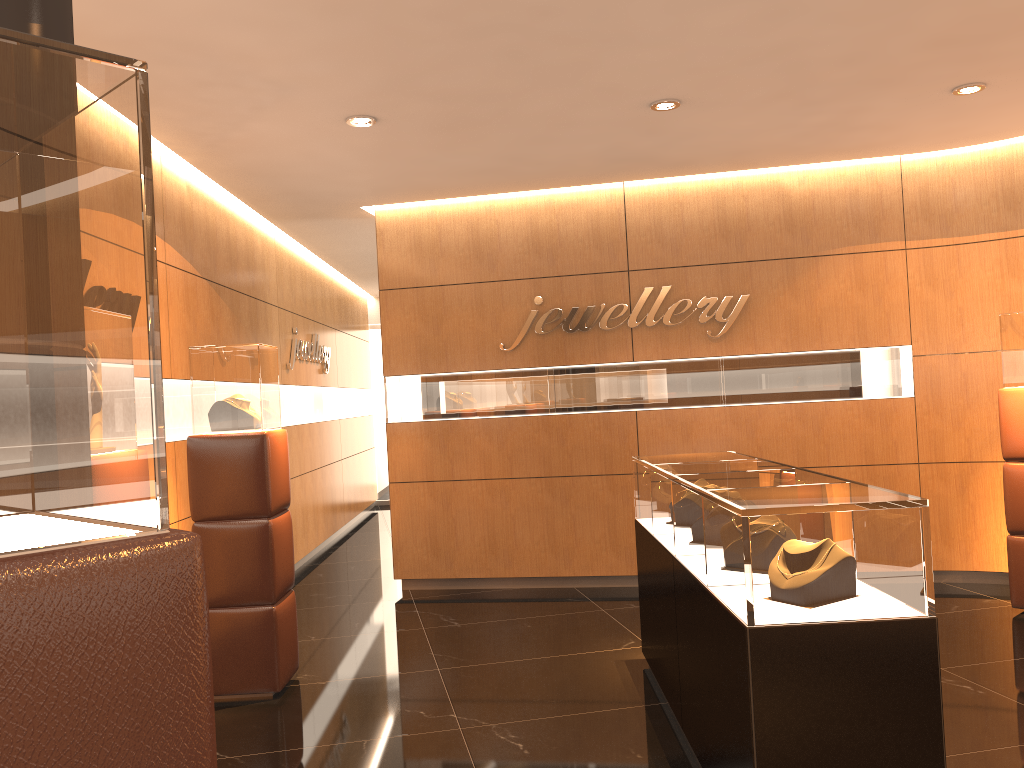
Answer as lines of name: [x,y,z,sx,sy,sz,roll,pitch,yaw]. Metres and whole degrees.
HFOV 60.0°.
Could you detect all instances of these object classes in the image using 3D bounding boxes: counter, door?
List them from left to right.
door: [-1.880,0.477,14.077,1.249,2.882,0.134,-3,-1,0]
counter: [1.056,0.986,4.066,0.615,1.173,2.514,-3,-1,0]

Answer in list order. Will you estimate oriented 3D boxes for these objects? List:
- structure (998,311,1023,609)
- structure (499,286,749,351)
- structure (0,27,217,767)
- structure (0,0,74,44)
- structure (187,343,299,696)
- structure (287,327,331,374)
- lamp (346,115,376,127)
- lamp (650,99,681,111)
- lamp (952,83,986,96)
structure: [3.598,0.511,5.915,0.484,2.000,0.498,-2,-1,-43]
structure: [0.892,-0.549,7.250,2.050,0.442,0.034,-3,-1,11]
structure: [-0.615,0.669,0.930,0.498,2.000,0.484,-4,-1,44]
structure: [-1.172,-0.006,1.747,0.613,3.430,0.613,-3,-1,4]
structure: [-1.579,0.764,5.206,0.498,1.968,0.484,-3,-1,-1]
structure: [-2.203,-0.349,9.719,0.034,0.442,2.050,-3,-1,0]
lamp: [-0.899,-1.588,5.271,0.176,0.068,0.176,-3,-1,-6]
lamp: [0.911,-1.685,5.278,0.176,0.068,0.176,-3,-1,-6]
lamp: [2.722,-1.783,5.285,0.176,0.068,0.176,-3,-1,-6]
